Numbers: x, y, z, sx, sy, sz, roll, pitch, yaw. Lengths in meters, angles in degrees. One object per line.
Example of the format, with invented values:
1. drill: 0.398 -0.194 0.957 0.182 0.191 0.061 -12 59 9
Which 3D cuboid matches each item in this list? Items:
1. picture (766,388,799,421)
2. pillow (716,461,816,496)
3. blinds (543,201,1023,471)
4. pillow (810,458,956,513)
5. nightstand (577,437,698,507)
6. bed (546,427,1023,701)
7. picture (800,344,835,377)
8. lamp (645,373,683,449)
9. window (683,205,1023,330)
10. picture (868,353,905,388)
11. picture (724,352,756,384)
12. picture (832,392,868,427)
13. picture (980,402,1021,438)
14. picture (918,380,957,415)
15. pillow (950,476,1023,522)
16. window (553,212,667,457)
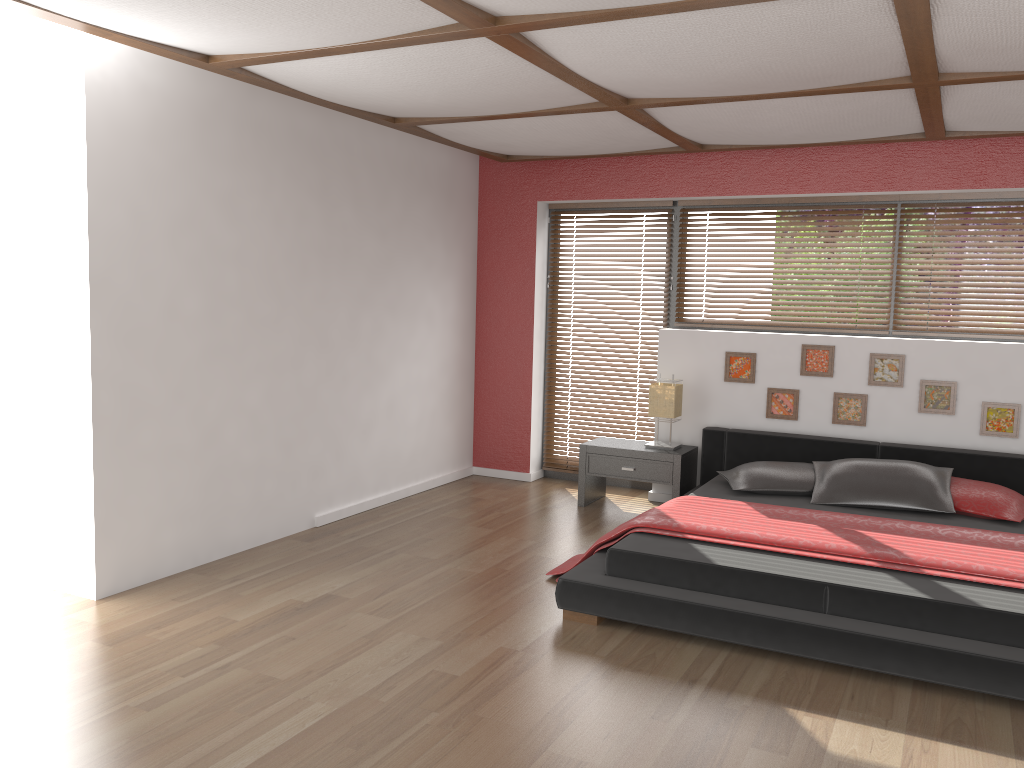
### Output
1. picture: 1.754 0.130 5.749 0.200 0.200 0.010 4 6 27
2. pillow: 1.613 0.554 5.204 0.745 0.172 0.418 2 6 2
3. blinds: 2.424 -0.170 5.702 4.840 1.952 0.032 4 6 27
4. pillow: 2.031 0.543 4.891 0.744 0.241 0.386 4 6 22
5. nightstand: 0.846 0.624 5.980 0.700 0.423 0.413 4 6 27
6. bed: 1.591 0.714 4.479 2.469 0.577 2.413 4 6 27
7. picture: 1.939 -0.148 5.631 0.200 0.200 0.010 4 6 27
8. lamp: 1.019 0.172 5.899 0.200 0.480 0.200 4 6 27
9. window: 2.473 -0.750 5.704 2.817 0.786 0.020 4 6 27
10. picture: 2.301 -0.085 5.450 0.200 0.200 0.010 4 6 27
11. picture: 1.506 -0.109 5.856 0.200 0.200 0.010 4 6 27
12. picture: 2.119 0.159 5.564 0.200 0.200 0.010 4 6 27
13. picture: 2.857 0.210 5.190 0.200 0.200 0.010 4 6 27
14. picture: 2.558 0.080 5.332 0.200 0.200 0.010 4 6 27
15. pillow: 2.449 0.611 4.841 0.418 0.172 0.745 -4 8 -44
16. window: 0.721 -0.342 6.637 0.889 1.893 0.020 4 6 27
